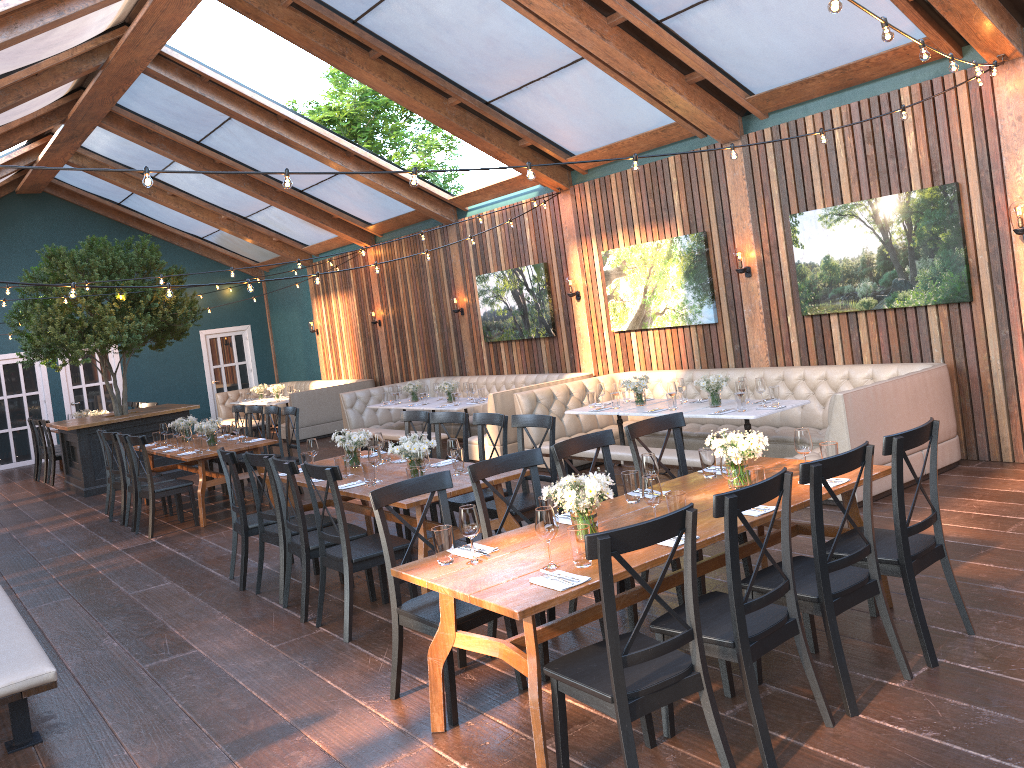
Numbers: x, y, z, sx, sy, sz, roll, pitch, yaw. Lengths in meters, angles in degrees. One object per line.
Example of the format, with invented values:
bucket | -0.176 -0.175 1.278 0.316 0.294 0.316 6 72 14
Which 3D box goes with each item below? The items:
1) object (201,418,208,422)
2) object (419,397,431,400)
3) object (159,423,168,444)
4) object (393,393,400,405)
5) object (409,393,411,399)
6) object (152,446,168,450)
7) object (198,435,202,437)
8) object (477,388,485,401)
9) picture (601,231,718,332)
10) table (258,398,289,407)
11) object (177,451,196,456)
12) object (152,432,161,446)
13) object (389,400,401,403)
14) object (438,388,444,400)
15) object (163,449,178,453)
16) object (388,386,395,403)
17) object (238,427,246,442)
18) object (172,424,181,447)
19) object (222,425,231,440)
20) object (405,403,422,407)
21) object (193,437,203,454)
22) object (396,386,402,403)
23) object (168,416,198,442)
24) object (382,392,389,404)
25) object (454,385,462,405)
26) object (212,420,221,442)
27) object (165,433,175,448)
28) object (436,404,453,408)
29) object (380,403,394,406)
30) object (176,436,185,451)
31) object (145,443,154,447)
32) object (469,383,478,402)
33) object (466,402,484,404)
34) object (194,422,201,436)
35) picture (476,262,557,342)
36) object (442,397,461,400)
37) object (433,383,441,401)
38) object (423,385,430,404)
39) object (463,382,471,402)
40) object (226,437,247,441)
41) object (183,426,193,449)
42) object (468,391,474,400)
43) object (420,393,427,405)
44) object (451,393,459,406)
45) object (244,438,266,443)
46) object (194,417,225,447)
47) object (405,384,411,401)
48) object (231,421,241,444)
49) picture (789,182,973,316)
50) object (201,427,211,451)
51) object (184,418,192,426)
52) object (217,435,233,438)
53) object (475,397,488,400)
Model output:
object | -3.644 0.536 10.527 0.093 0.244 0.092 -9 2 -38
object | -1.314 0.205 12.784 0.256 0.019 0.157 -11 6 -35
object | -4.198 0.596 10.675 0.092 0.244 0.092 -7 2 12
object | -1.622 0.207 12.417 0.091 0.158 0.092 -6 3 41
object | -1.455 0.145 12.883 0.091 0.158 0.092 -6 3 41
object | -4.006 0.725 10.191 0.256 0.019 0.157 -11 6 -35
object | -3.817 0.631 11.002 0.256 0.019 0.157 -11 6 -35
object | -0.384 0.140 11.274 0.092 0.158 0.092 -8 2 1
picture | 1.660 -1.144 10.208 0.065 0.996 1.646 -8 4 -36
table | -4.102 0.626 16.283 0.803 0.671 0.796 -10 4 -37
object | -3.378 0.717 9.298 0.256 0.019 0.157 -11 6 -35
object | -4.232 0.654 10.547 0.092 0.158 0.091 -8 2 -19
object | -1.716 0.249 12.891 0.158 0.019 0.254 -11 6 -35
object | -0.987 0.138 12.234 0.091 0.158 0.092 -6 3 41
object | -3.716 0.722 9.770 0.256 0.019 0.157 -11 6 -35
object | -1.726 0.151 12.723 0.092 0.244 0.092 -7 2 12
object | -2.971 0.556 9.732 0.092 0.158 0.092 -8 2 1
object | -3.858 0.592 10.189 0.093 0.244 0.092 -9 2 -38
object | -3.291 0.558 10.213 0.091 0.158 0.092 -7 2 21
object | -1.300 0.279 11.887 0.256 0.019 0.157 -11 6 -35
object | -3.251 0.641 9.170 0.092 0.158 0.092 -8 2 1
object | -1.595 0.151 12.520 0.092 0.244 0.092 -7 2 12
object | -3.920 0.532 10.599 0.338 0.309 0.328 -10 4 -40
object | -1.824 0.205 12.757 0.091 0.158 0.092 -6 3 41
object | -0.682 0.138 11.247 0.092 0.244 0.092 -9 2 -33
object | -3.360 0.534 10.080 0.092 0.244 0.092 -7 1 7
object | -3.886 0.649 10.070 0.092 0.158 0.091 -9 2 -29
object | -0.832 0.272 11.245 0.256 0.019 0.157 -11 6 -35
object | -1.745 0.285 12.518 0.256 0.019 0.157 -11 6 -35
object | -3.603 0.648 9.635 0.092 0.158 0.092 -8 2 -9
object | -4.373 0.733 10.669 0.256 0.019 0.157 -11 6 -35
object | -0.493 0.108 11.306 0.092 0.244 0.092 -7 2 12
object | -0.474 0.233 11.142 0.158 0.019 0.254 -11 6 -35
object | -3.945 0.567 11.123 0.092 0.158 0.092 -8 2 -9
picture | 0.025 -1.119 12.463 0.065 0.996 1.646 -8 4 -36
object | -0.846 0.198 12.136 0.256 0.019 0.157 -11 6 -35
object | -1.025 0.109 12.129 0.092 0.244 0.092 -7 2 12
object | -1.150 0.146 11.890 0.092 0.244 0.092 -7 2 12
object | -0.587 0.102 11.522 0.092 0.244 0.092 -7 2 12
object | -3.160 0.620 10.099 0.256 0.019 0.157 -11 6 -35
object | -3.577 0.590 9.774 0.092 0.244 0.092 -9 2 -33
object | -0.549 0.132 11.627 0.091 0.158 0.092 -6 3 41
object | -1.177 0.201 11.786 0.091 0.158 0.092 -6 3 41
object | -0.709 0.194 11.143 0.091 0.158 0.092 -6 3 41
object | -2.818 0.615 9.623 0.256 0.019 0.157 -11 6 -35
object | -3.331 0.528 9.733 0.329 0.309 0.337 -7 3 2
object | -1.493 0.116 12.778 0.092 0.244 0.092 -7 2 12
object | -3.002 0.525 9.636 0.092 0.244 0.092 -8 2 -10
picture | 3.267 -1.169 7.992 0.065 0.996 1.646 -8 4 -36
object | -3.212 0.581 9.310 0.092 0.244 0.092 -9 2 -33
object | -4.023 0.545 10.992 0.092 0.244 0.093 -7 2 35
object | -3.468 0.627 10.538 0.256 0.019 0.157 -11 6 -35
object | -0.408 0.192 11.528 0.256 0.019 0.157 -11 6 -35
